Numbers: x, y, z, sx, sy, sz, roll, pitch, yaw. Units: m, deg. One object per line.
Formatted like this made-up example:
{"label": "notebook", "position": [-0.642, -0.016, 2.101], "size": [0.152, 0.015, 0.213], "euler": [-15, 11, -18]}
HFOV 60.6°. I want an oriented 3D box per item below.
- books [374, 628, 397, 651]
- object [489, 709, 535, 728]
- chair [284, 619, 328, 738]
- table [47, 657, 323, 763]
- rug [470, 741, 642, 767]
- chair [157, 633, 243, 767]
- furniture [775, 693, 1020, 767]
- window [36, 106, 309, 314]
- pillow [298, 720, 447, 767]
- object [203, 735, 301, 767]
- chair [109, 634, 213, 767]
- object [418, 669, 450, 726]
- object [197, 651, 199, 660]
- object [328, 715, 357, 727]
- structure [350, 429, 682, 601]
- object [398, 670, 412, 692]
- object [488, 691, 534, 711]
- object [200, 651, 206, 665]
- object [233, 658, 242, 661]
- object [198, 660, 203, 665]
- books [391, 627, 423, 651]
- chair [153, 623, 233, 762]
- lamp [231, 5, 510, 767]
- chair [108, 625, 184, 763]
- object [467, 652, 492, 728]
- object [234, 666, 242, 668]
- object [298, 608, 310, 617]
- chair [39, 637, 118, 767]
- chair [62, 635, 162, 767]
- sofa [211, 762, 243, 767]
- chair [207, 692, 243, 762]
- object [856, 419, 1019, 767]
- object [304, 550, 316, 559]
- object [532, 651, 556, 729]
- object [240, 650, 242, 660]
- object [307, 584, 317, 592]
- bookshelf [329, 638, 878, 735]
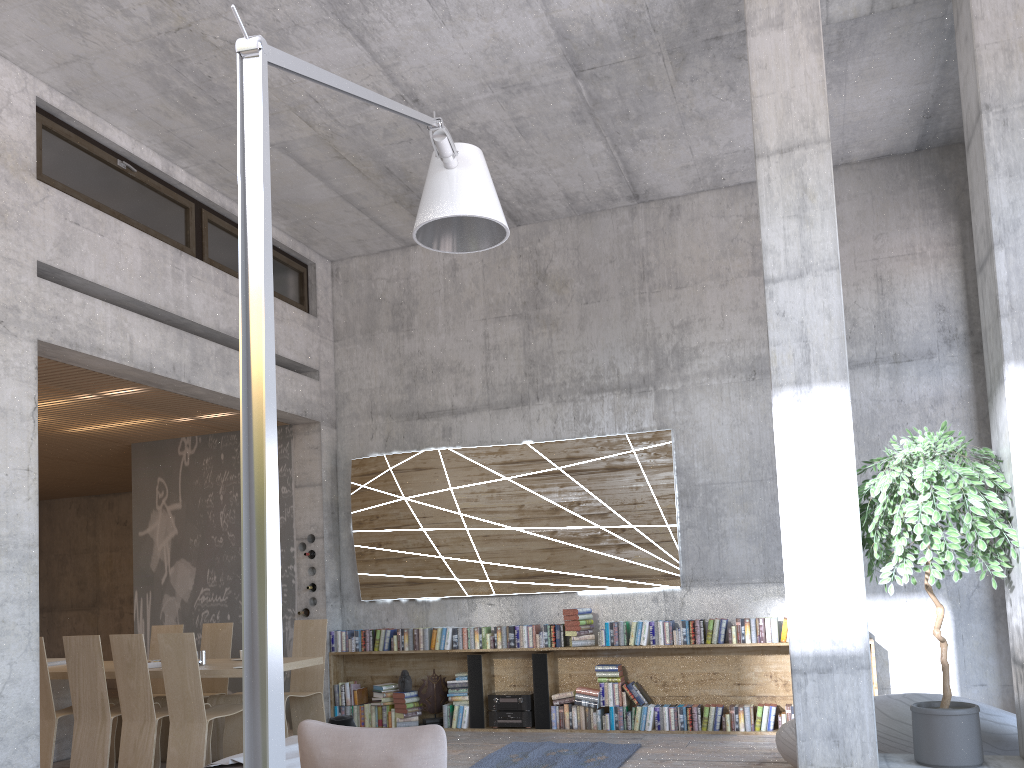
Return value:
{"label": "books", "position": [-1.318, 2.667, 9.152], "size": [0.200, 0.224, 0.192], "euler": [-6, -8, 19]}
{"label": "object", "position": [0.023, 3.295, 8.658], "size": [0.442, 0.161, 0.298], "euler": [-7, -12, 19]}
{"label": "chair", "position": [-1.961, 2.707, 7.778], "size": [0.350, 1.175, 0.731], "euler": [-4, -7, 19]}
{"label": "table", "position": [-4.225, 2.990, 7.944], "size": [5.210, 0.908, 1.027], "euler": [-7, -10, 19]}
{"label": "rug", "position": [0.075, 2.855, 6.302], "size": [1.167, 0.048, 2.968], "euler": [-7, -13, 18]}
{"label": "chair", "position": [-2.320, 2.493, 6.760], "size": [0.351, 1.175, 0.730], "euler": [-5, -7, 22]}
{"label": "furniture", "position": [2.711, 2.453, 6.034], "size": [1.799, 0.797, 1.658], "euler": [5, -13, -33]}
{"label": "window", "position": [-3.613, -1.828, 5.566], "size": [0.114, 0.595, 8.583], "euler": [-4, -13, 19]}
{"label": "pillow", "position": [-0.451, 1.416, 2.978], "size": [0.566, 0.548, 0.223], "euler": [-6, -6, 21]}
{"label": "object", "position": [-1.166, 2.487, 5.563], "size": [1.056, 0.493, 1.613], "euler": [-11, -15, 36]}
{"label": "chair", "position": [-2.776, 2.566, 6.985], "size": [0.351, 1.175, 0.730], "euler": [-5, -7, 24]}
{"label": "object", "position": [-0.794, 3.198, 8.976], "size": [0.344, 0.560, 0.199], "euler": [0, -6, -21]}
{"label": "object", "position": [-2.627, 2.275, 7.278], "size": [0.052, 0.108, 0.053], "euler": [0, -7, -26]}
{"label": "object", "position": [-1.108, 2.257, 5.738], "size": [0.302, 0.166, 0.304], "euler": [-4, -11, 6]}
{"label": "structure", "position": [-0.080, 1.356, 8.797], "size": [3.427, 1.512, 0.362], "euler": [-7, -6, 19]}
{"label": "object", "position": [-1.095, 3.036, 8.968], "size": [0.146, 0.225, 0.137], "euler": [-5, -7, 16]}
{"label": "object", "position": [0.014, 3.136, 8.665], "size": [0.442, 0.158, 0.309], "euler": [-7, -12, 19]}
{"label": "object", "position": [-2.571, 2.275, 7.294], "size": [0.052, 0.110, 0.053], "euler": [0, -7, -26]}
{"label": "object", "position": [-2.322, 2.404, 7.653], "size": [0.186, 0.013, 0.188], "euler": [-8, -14, 22]}
{"label": "object", "position": [-2.579, 2.295, 7.234], "size": [0.051, 0.044, 0.051], "euler": [-10, -12, 37]}
{"label": "books", "position": [-1.089, 2.637, 9.062], "size": [0.279, 0.217, 0.212], "euler": [-6, -9, 17]}
{"label": "chair", "position": [-2.926, 2.821, 8.079], "size": [0.350, 1.175, 0.731], "euler": [-4, -7, 19]}
{"label": "lamp", "position": [-0.456, 0.394, 2.861], "size": [0.757, 3.366, 2.674], "euler": [-3, -8, 6]}
{"label": "chair", "position": [-3.423, 2.870, 8.188], "size": [0.350, 1.175, 0.732], "euler": [-4, -7, 13]}
{"label": "object", "position": [-0.318, 3.091, 8.810], "size": [0.153, 0.747, 0.276], "euler": [-4, -6, 19]}
{"label": "object", "position": [-2.056, 2.205, 6.832], "size": [0.185, 0.013, 0.189], "euler": [-4, -13, 5]}
{"label": "object", "position": [-2.178, 2.438, 9.358], "size": [0.095, 0.093, 0.344], "euler": [-6, -12, 18]}
{"label": "chair", "position": [-3.722, 2.691, 7.339], "size": [0.351, 1.175, 0.730], "euler": [-5, -7, 24]}
{"label": "chair", "position": [-3.248, 2.629, 7.166], "size": [0.350, 1.175, 0.732], "euler": [-4, -7, 16]}
{"label": "sofa", "position": [-0.968, 2.047, 4.260], "size": [3.011, 0.771, 3.063], "euler": [-7, -13, 19]}
{"label": "chair", "position": [-2.422, 2.777, 7.989], "size": [0.350, 1.175, 0.732], "euler": [-4, -7, 14]}
{"label": "object", "position": [2.354, 1.136, 4.824], "size": [0.999, 1.834, 0.984], "euler": [-1, -7, -15]}
{"label": "object", "position": [-2.120, 1.823, 9.375], "size": [0.091, 0.088, 0.341], "euler": [-6, -13, 18]}
{"label": "object", "position": [0.322, 3.010, 8.587], "size": [0.153, 0.747, 0.276], "euler": [-4, -6, 19]}
{"label": "object", "position": [-2.330, 2.368, 7.662], "size": [0.093, 0.086, 0.119], "euler": [0, -10, -16]}
{"label": "object", "position": [-2.090, 2.177, 9.384], "size": [0.094, 0.091, 0.353], "euler": [-6, -13, 18]}
{"label": "bookshelf", "position": [0.649, 2.931, 8.463], "size": [5.346, 0.792, 0.306], "euler": [-7, -7, 19]}
